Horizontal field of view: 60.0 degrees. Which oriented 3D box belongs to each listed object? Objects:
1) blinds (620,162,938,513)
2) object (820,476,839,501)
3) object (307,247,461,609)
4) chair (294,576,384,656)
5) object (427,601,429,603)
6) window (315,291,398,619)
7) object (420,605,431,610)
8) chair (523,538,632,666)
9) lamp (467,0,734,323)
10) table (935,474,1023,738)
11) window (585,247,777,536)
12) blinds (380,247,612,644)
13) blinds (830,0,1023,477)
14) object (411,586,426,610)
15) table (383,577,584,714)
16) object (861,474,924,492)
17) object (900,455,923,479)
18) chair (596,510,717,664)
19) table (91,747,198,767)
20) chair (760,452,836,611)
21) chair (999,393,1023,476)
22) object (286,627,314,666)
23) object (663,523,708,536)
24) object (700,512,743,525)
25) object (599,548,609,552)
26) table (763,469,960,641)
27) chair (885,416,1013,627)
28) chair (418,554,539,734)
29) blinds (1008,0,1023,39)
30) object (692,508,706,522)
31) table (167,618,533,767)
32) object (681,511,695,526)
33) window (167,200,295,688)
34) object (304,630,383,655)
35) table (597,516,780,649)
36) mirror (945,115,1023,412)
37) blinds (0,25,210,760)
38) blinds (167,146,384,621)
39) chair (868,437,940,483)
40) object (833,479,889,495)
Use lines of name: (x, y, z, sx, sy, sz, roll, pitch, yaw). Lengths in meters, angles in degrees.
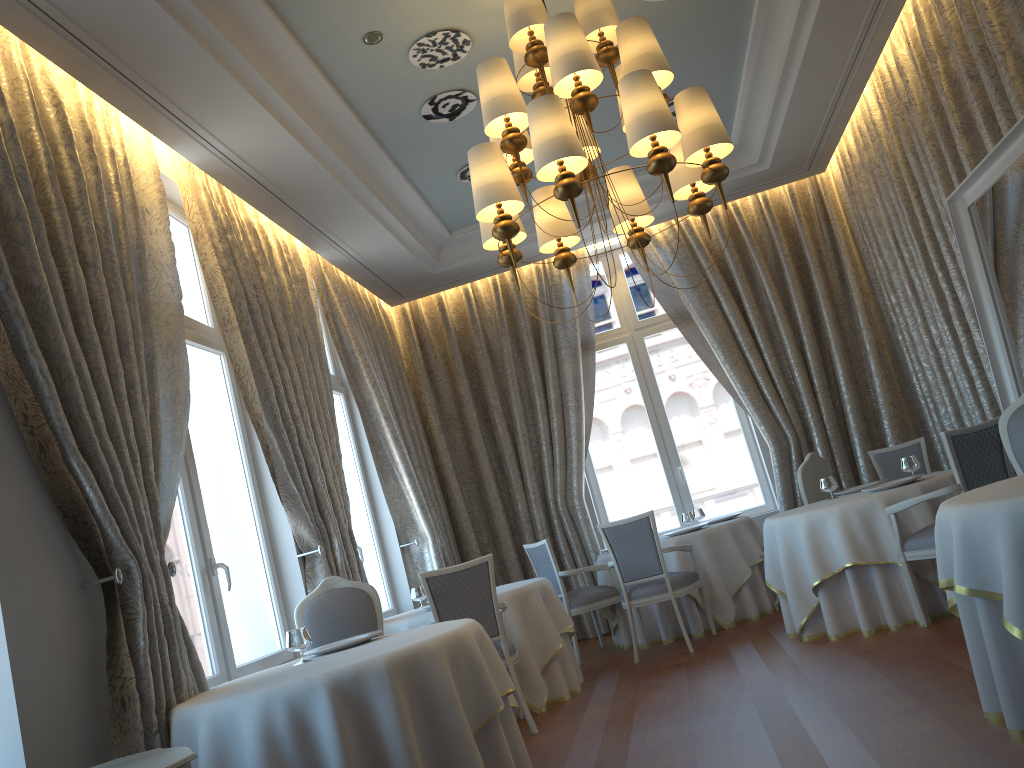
blinds: (2.790, -0.375, 9.310, 2.476, 4.901, 0.386, -16, -10, 7)
object: (2.398, 0.787, 6.694, 0.128, 0.165, 0.128, -16, -10, 7)
object: (-1.104, 0.626, 8.773, 0.386, 4.901, 2.121, -16, -10, 7)
chair: (-0.875, 1.686, 5.009, 0.563, 1.233, 0.690, -12, -11, -17)
object: (-0.491, 1.740, 7.265, 0.419, 0.036, 0.419, -16, -10, 6)
window: (-1.665, 0.519, 7.825, 0.196, 3.306, 1.881, -16, -10, 7)
object: (-0.450, 1.561, 6.350, 0.419, 0.036, 0.419, -16, -10, 6)
chair: (0.600, 1.898, 8.007, 0.629, 1.108, 0.650, -10, -11, -27)
lamp: (0.362, -1.462, 4.884, 1.373, 2.121, 1.373, -5, -14, -44)
table: (2.500, 0.687, 3.280, 1.663, 0.890, 1.667, -14, -10, -4)
window: (1.524, 0.038, 9.896, 1.881, 3.306, 0.196, -16, -10, 7)
blinds: (0.054, 0.431, 9.675, 2.535, 4.901, 0.386, -16, -10, 7)
blinds: (3.496, -0.991, 7.096, 0.238, 4.819, 4.439, -16, -10, 7)
object: (-0.734, 1.702, 7.066, 0.128, 0.165, 0.128, -16, -10, 7)
table: (-0.313, 2.081, 6.730, 1.667, 0.890, 1.663, -15, -10, 1)
object: (2.584, 0.680, 6.015, 0.419, 0.036, 0.419, -16, -10, 6)
object: (2.814, 0.593, 6.250, 0.128, 0.165, 0.128, -16, -10, 7)
chair: (1.150, 1.601, 7.199, 0.650, 1.108, 0.629, -19, -11, 22)
table: (-1.282, 1.628, 2.662, 0.761, 0.801, 0.760, -6, -14, -42)
chair: (2.524, 1.268, 7.728, 0.563, 1.233, 0.690, -6, -14, -42)
chair: (2.550, 0.615, 4.214, 0.690, 1.233, 0.563, -9, -12, -32)
object: (-1.044, 1.288, 4.362, 0.128, 0.165, 0.128, -13, -10, -10)
object: (1.553, 1.308, 7.920, 0.419, 0.036, 0.419, -16, -10, 6)
object: (1.976, 1.271, 8.342, 0.419, 0.036, 0.419, -16, -10, 6)
object: (1.022, 1.518, 8.281, 0.419, 0.036, 0.419, -16, -10, 6)
table: (2.655, 1.205, 6.321, 1.663, 0.890, 1.667, -19, -11, 21)
chair: (2.743, 0.834, 5.368, 0.650, 1.108, 0.629, -11, -11, -22)
chair: (-0.283, 1.710, 5.685, 0.650, 1.108, 0.629, -12, -11, -17)
blinds: (2.762, -1.578, 2.826, 0.238, 4.819, 4.439, -16, -10, 7)
object: (1.825, 1.300, 8.640, 0.128, 0.165, 0.128, -16, -10, 7)
table: (-0.763, 1.729, 4.154, 1.663, 0.890, 1.667, -14, -10, -4)
object: (1.641, 1.276, 8.240, 0.128, 0.165, 0.128, -16, -10, 7)
window: (-2.036, 0.188, 5.477, 0.259, 3.306, 1.882, -16, -10, 7)
object: (-0.879, 1.363, 4.643, 0.419, 0.036, 0.419, -16, -10, 6)
table: (1.635, 1.840, 8.281, 1.667, 0.890, 1.663, -20, -11, 26)
mirror: (3.099, -0.191, 4.799, 0.385, 2.564, 2.251, -16, -10, 7)
blinds: (-1.978, -0.018, 4.254, 0.315, 4.930, 2.204, -16, -10, 7)
blinds: (-1.543, 0.306, 6.652, 0.335, 4.969, 2.257, -16, -10, 7)
chair: (3.371, 1.045, 7.437, 0.650, 1.108, 0.629, -20, -11, 27)
object: (2.685, 0.800, 6.819, 0.419, 0.036, 0.419, -16, -10, 6)
